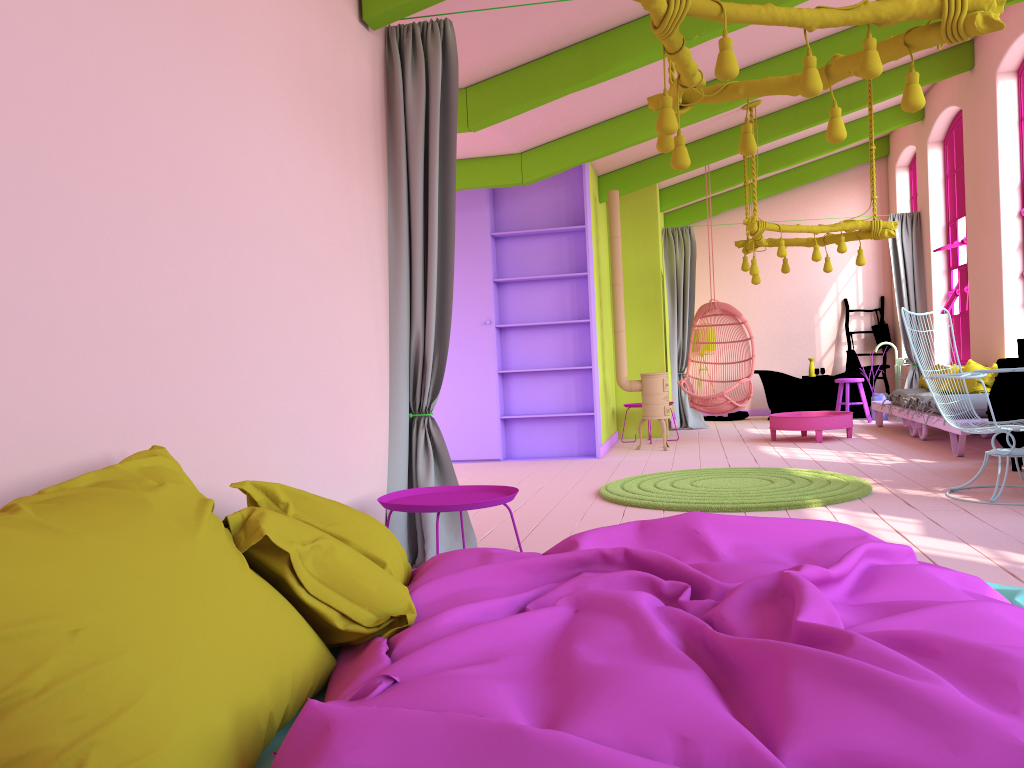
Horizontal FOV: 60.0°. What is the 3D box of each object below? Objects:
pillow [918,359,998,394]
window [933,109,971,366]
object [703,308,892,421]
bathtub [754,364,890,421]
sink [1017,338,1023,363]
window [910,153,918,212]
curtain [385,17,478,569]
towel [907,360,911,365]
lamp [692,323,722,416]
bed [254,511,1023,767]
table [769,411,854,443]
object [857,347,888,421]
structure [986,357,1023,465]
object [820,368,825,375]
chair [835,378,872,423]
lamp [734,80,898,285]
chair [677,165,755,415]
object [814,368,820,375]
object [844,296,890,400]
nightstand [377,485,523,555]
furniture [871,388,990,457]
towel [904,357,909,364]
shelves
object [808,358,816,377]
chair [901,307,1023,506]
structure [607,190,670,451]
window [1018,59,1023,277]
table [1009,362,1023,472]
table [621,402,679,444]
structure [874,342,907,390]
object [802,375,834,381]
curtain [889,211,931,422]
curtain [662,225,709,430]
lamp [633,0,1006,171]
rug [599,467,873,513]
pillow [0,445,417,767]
[{"bbox_3d":[4.674,-0.063,9.310,0.578,0.399,1.996,-3,1,11],"label":"pillow"},{"bbox_3d":[5.341,-1.713,10.437,0.551,3.010,1.513,-3,2,12],"label":"window"},{"bbox_3d":[3.534,-0.188,9.927,2.827,1.580,7.861,-3,1,12],"label":"object"},{"bbox_3d":[4.454,0.126,12.797,1.889,0.740,0.826,-3,1,12],"label":"bathtub"},{"bbox_3d":[3.789,-0.237,6.193,0.340,0.194,0.609,-3,1,12],"label":"sink"},{"bbox_3d":[5.720,-1.780,12.306,0.072,3.048,1.274,-3,2,12],"label":"window"},{"bbox_3d":[-0.465,-0.480,4.439,0.518,2.786,0.525,-3,2,-8],"label":"curtain"},{"bbox_3d":[5.674,-0.325,12.365,0.247,0.102,0.262,-3,1,2],"label":"towel"},{"bbox_3d":[2.931,-0.198,13.734,0.491,1.467,0.476,-1,2,42],"label":"lamp"},{"bbox_3d":[0.461,0.667,2.027,2.802,0.514,3.575,-3,1,11],"label":"bed"},{"bbox_3d":[3.309,0.472,9.819,0.885,0.285,0.885,-2,2,38],"label":"table"},{"bbox_3d":[4.887,-0.004,11.924,0.277,0.988,0.451,-4,2,-34],"label":"object"},{"bbox_3d":[4.153,0.208,7.017,0.718,0.845,0.718,-4,2,-21],"label":"structure"},{"bbox_3d":[4.468,-0.146,12.750,0.069,0.170,0.069,-2,2,31],"label":"object"},{"bbox_3d":[4.437,0.225,11.676,0.472,0.593,0.446,-3,2,-20],"label":"chair"},{"bbox_3d":[3.022,-2.243,9.725,1.610,2.265,1.775,-3,2,-7],"label":"lamp"},{"bbox_3d":[2.323,-1.203,10.309,0.860,3.131,0.806,-2,2,31],"label":"chair"},{"bbox_3d":[4.338,-0.137,12.611,0.069,0.170,0.069,-2,2,31],"label":"object"},{"bbox_3d":[5.350,-0.433,13.339,0.603,1.765,0.409,-3,2,12],"label":"object"},{"bbox_3d":[-0.257,0.689,3.749,0.595,0.459,0.596,-4,2,-41],"label":"nightstand"},{"bbox_3d":[4.512,0.311,9.275,0.907,0.507,3.774,-3,1,12],"label":"furniture"},{"bbox_3d":[5.728,-0.333,12.626,0.262,0.102,0.247,-3,1,12],"label":"towel"},{"bbox_3d":[-0.072,-0.741,9.205,1.842,3.105,0.384,-3,2,12],"label":"shelves"},{"bbox_3d":[4.321,-0.212,12.779,0.097,0.321,0.097,-2,2,23],"label":"object"},{"bbox_3d":[3.084,0.096,5.651,1.078,1.239,0.925,-4,2,-44],"label":"chair"},{"bbox_3d":[1.425,-0.694,9.657,0.577,2.815,0.403,-2,2,29],"label":"structure"},{"bbox_3d":[4.851,-1.648,8.035,0.072,3.048,1.274,-3,2,12],"label":"window"},{"bbox_3d":[3.851,0.264,5.540,0.655,0.821,2.191,-3,1,12],"label":"table"},{"bbox_3d":[1.629,0.455,10.521,0.595,0.459,0.596,-4,2,-41],"label":"table"},{"bbox_3d":[5.421,-0.073,12.572,0.254,1.062,0.451,-4,2,-35],"label":"structure"},{"bbox_3d":[4.412,-0.084,12.798,0.360,0.068,1.323,-3,1,12],"label":"object"},{"bbox_3d":[5.205,-0.869,11.526,0.518,2.786,0.525,-2,2,31],"label":"curtain"},{"bbox_3d":[2.327,-0.791,12.124,0.518,2.786,0.525,-3,2,-8],"label":"curtain"},{"bbox_3d":[1.181,-2.238,4.442,1.610,2.265,1.775,-3,2,-7],"label":"lamp"},{"bbox_3d":[1.592,0.748,6.448,1.889,0.050,1.888,-3,1,-1],"label":"rug"},{"bbox_3d":[-0.664,0.561,1.989,0.848,0.822,2.616,-3,1,1],"label":"pillow"}]
